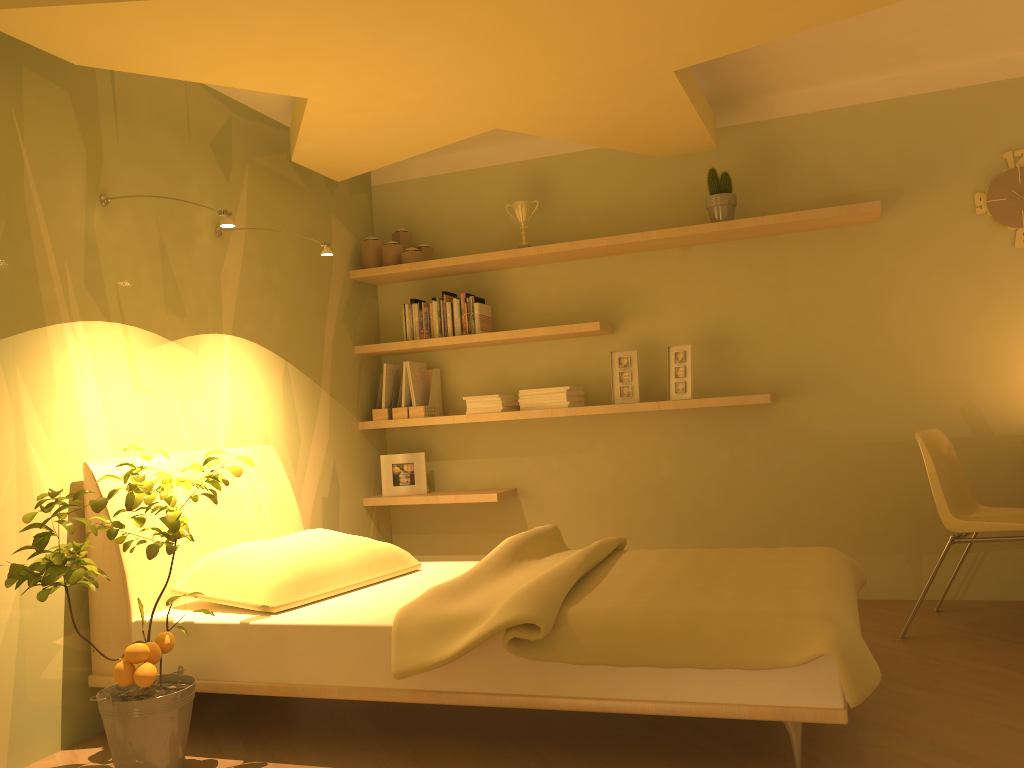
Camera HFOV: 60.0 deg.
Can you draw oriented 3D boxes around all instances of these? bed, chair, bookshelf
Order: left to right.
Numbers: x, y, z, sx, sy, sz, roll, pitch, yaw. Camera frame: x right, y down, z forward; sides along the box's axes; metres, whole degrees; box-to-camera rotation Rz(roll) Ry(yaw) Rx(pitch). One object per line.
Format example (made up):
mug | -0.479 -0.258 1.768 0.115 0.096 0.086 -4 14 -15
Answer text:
bed | -0.089 0.613 2.927 2.378 0.894 1.286 -5 -2 19
bookshelf | 0.457 -0.074 4.375 2.605 1.240 0.300 -5 -2 19
chair | 1.839 0.563 3.452 0.546 0.785 0.531 -6 -3 39

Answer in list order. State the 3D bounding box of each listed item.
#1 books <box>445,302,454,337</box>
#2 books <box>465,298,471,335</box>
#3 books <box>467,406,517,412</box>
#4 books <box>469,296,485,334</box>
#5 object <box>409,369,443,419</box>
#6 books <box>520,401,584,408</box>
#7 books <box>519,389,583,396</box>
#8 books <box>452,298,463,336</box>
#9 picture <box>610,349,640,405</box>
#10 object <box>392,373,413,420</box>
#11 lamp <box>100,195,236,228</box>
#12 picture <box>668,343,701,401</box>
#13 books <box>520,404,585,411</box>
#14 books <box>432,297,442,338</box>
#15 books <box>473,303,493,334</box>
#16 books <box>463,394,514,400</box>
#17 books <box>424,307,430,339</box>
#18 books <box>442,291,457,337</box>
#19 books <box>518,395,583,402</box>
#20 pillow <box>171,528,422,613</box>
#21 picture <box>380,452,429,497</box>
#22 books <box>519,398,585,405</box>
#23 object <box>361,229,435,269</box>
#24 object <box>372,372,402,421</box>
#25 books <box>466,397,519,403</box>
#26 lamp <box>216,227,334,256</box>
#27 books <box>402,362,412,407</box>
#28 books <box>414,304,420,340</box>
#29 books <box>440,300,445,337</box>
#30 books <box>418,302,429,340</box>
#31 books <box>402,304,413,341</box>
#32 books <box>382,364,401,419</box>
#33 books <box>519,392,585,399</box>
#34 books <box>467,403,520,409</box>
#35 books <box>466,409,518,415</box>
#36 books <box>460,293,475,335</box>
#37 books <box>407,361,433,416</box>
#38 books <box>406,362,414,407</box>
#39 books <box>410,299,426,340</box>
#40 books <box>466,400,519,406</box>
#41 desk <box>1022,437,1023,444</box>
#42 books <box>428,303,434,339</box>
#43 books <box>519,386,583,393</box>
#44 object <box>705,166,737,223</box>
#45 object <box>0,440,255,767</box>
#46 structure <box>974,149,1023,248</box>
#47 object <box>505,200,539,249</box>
books | -0.298 -0.327 4.635 0.032 0.184 0.173 -5 -2 19
books | -0.203 -0.341 4.610 0.022 0.198 0.157 -5 -2 19
books | -0.101 0.128 4.572 0.190 0.015 0.270 -4 -2 16
books | -0.178 -0.346 4.601 0.032 0.203 0.157 -5 -2 19
object | -0.460 0.049 4.693 0.087 0.259 0.236 -5 -2 19
books | 0.203 0.104 4.461 0.270 0.015 0.190 -5 -3 27
books | 0.197 0.045 4.477 0.270 0.015 0.190 -5 -3 30
books | -0.262 -0.339 4.631 0.040 0.203 0.157 -5 -2 19
picture | 0.572 -0.032 4.389 0.134 0.264 0.171 -4 -2 19
object | -0.551 0.056 4.725 0.087 0.259 0.236 -5 -2 19
lamp | -1.170 -0.591 3.005 0.533 0.178 0.050 -5 -2 19
picture | 0.842 -0.055 4.249 0.171 0.264 0.134 -1 -3 -44
books | 0.204 0.119 4.460 0.270 0.015 0.190 -5 -3 30
books | -0.367 -0.338 4.663 0.038 0.217 0.166 -5 -2 19
books | -0.150 -0.329 4.580 0.032 0.163 0.178 -5 -2 19
books | -0.118 0.069 4.569 0.190 0.015 0.270 -4 -2 17
books | -0.421 -0.311 4.687 0.021 0.172 0.157 -5 -2 19
books | -0.322 -0.357 4.653 0.021 0.247 0.157 -5 -2 19
books | 0.195 0.074 4.457 0.270 0.015 0.190 -5 -3 30
pillow | -0.741 0.650 3.168 0.482 0.213 0.801 -5 -3 29
picture | -0.571 0.478 4.714 0.247 0.219 0.131 -4 -2 -3
books | 0.201 0.089 4.453 0.270 0.015 0.190 -5 -3 31
object | -0.612 -0.726 4.755 0.349 0.229 0.234 -5 -2 20
object | -0.670 0.066 4.766 0.087 0.259 0.236 -4 -2 14
books | -0.096 0.083 4.576 0.190 0.015 0.270 -5 -2 21
lamp | -0.963 -0.581 3.588 0.533 0.178 0.050 -5 -2 19
books | -0.531 0.034 4.716 0.048 0.297 0.214 -5 -2 19
books | -0.473 -0.320 4.705 0.022 0.198 0.157 -5 -2 19
books | -0.339 -0.333 4.659 0.017 0.203 0.155 -5 -2 19
books | -0.447 -0.325 4.696 0.032 0.203 0.157 -5 -2 19
books | -0.532 -0.318 4.726 0.040 0.203 0.157 -5 -2 19
books | -0.649 0.044 4.759 0.048 0.297 0.214 -4 -2 14
books | 0.201 0.059 4.455 0.270 0.015 0.190 -5 -3 32
books | -0.093 0.113 4.573 0.190 0.015 0.270 -5 -2 20
books | -0.100 0.143 4.571 0.190 0.015 0.270 -5 -2 19
books | -0.226 -0.354 4.628 0.032 0.229 0.138 -5 -2 19
books | -0.481 0.030 4.701 0.043 0.296 0.210 -5 -2 19
books | -0.490 0.032 4.700 0.036 0.296 0.210 -5 -2 19
books | -0.496 -0.333 4.724 0.032 0.229 0.138 -5 -2 19
books | -0.097 0.098 4.568 0.190 0.015 0.270 -5 -2 19
desk | 2.290 0.550 3.022 0.684 0.720 1.396 -5 -2 19
books | -0.395 -0.323 4.684 0.032 0.193 0.146 -5 -2 19
books | 0.198 0.029 4.464 0.270 0.015 0.190 -5 -3 25
object | 0.981 -0.887 4.173 0.145 0.294 0.145 -4 -2 1
object | -1.040 0.628 2.412 0.372 0.944 0.828 -4 -2 13
structure | 2.239 -0.817 3.900 0.360 0.432 0.027 -5 -2 19
object | 0.058 -0.798 4.543 0.160 0.268 0.095 -3 -2 -10
